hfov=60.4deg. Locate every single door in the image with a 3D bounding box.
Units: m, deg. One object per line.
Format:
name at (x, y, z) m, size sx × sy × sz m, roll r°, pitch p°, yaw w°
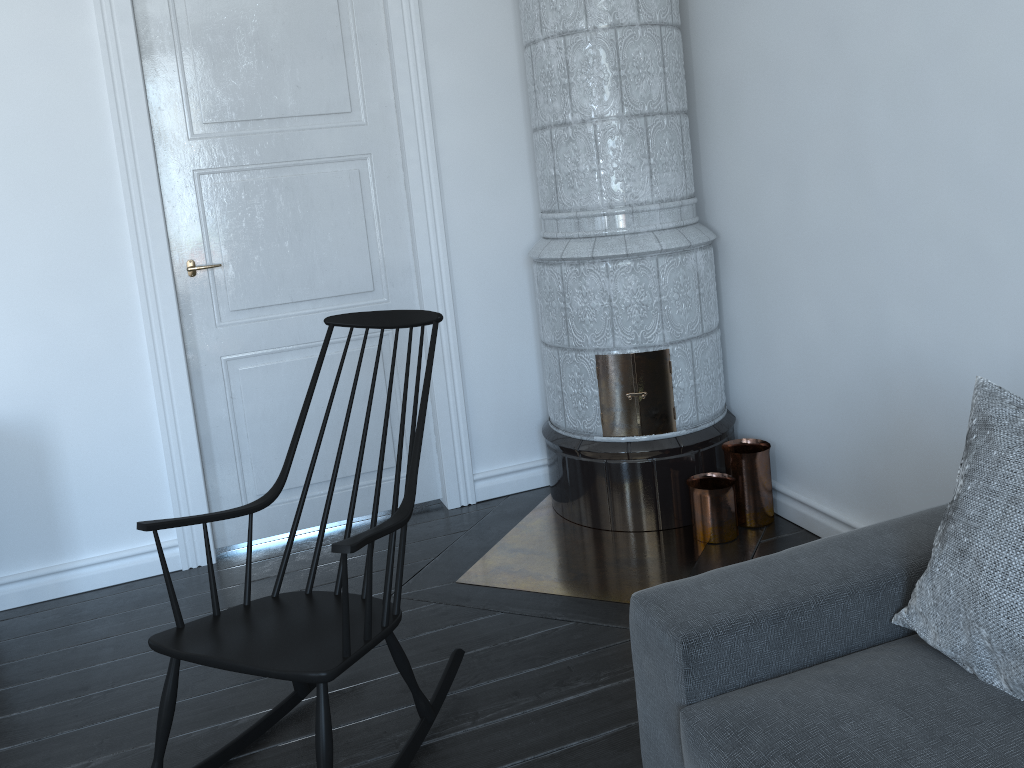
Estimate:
door at (-0.847, -0.612, 3.426) m, size 1.176 × 2.440 × 0.117 m, roll -9°, pitch 7°, yaw -19°

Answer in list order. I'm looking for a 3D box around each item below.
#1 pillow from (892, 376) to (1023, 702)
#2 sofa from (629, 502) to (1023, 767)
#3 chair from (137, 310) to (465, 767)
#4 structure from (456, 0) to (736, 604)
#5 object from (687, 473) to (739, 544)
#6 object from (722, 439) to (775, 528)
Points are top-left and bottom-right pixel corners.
pillow at (1.197, 0.430, 0.795) m, size 0.480 × 0.483 × 2.087 m, roll -8°, pitch 13°, yaw -13°
sofa at (1.100, 0.667, 0.850) m, size 1.090 × 0.711 × 2.406 m, roll -10°, pitch 13°, yaw -17°
chair at (-0.475, 0.393, 2.142) m, size 0.611 × 0.990 × 0.923 m, roll -2°, pitch 10°, yaw 26°
structure at (0.277, -0.894, 3.212) m, size 0.776 × 2.848 × 1.292 m, roll -3°, pitch 8°, yaw 27°
object at (0.715, 0.441, 3.128) m, size 0.173 × 0.196 × 0.176 m, roll -11°, pitch 11°, yaw -28°
object at (0.866, 0.362, 3.218) m, size 0.177 × 0.277 × 0.175 m, roll -9°, pitch 9°, yaw -18°
